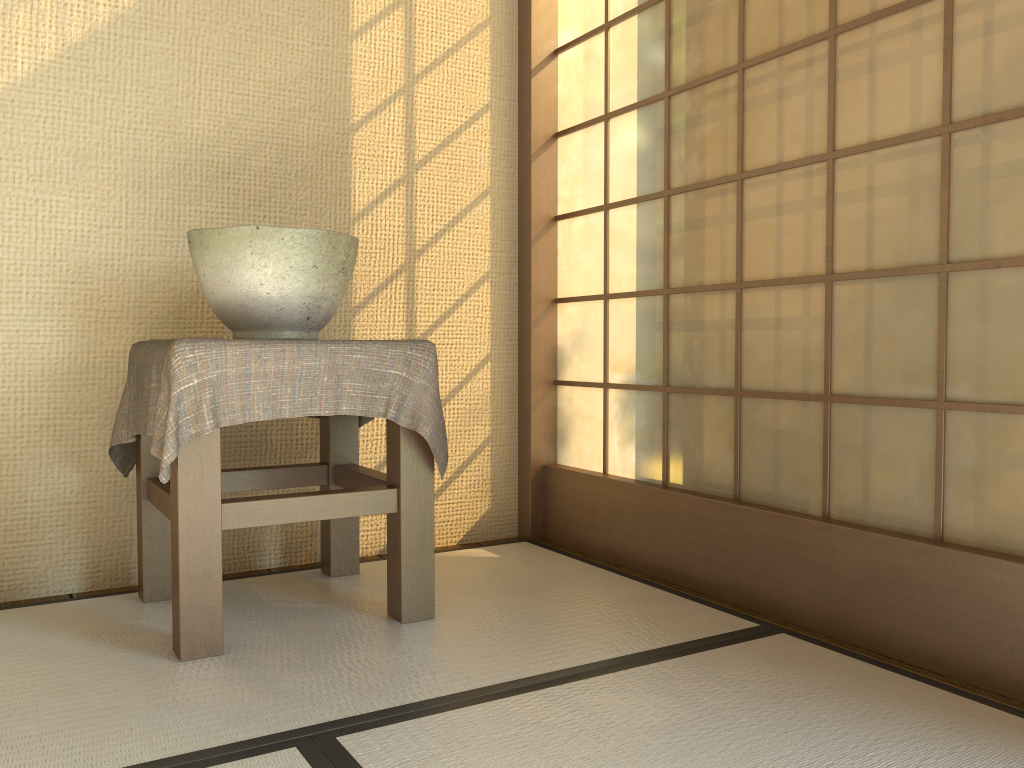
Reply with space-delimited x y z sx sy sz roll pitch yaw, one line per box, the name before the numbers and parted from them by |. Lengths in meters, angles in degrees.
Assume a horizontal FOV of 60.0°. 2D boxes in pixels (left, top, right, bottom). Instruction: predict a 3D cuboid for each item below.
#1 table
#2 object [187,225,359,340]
table | -0.522 0.199 1.963 0.629 0.595 0.633 -1 3 -31
object | -0.515 -0.209 1.936 0.358 0.230 0.357 1 3 29
